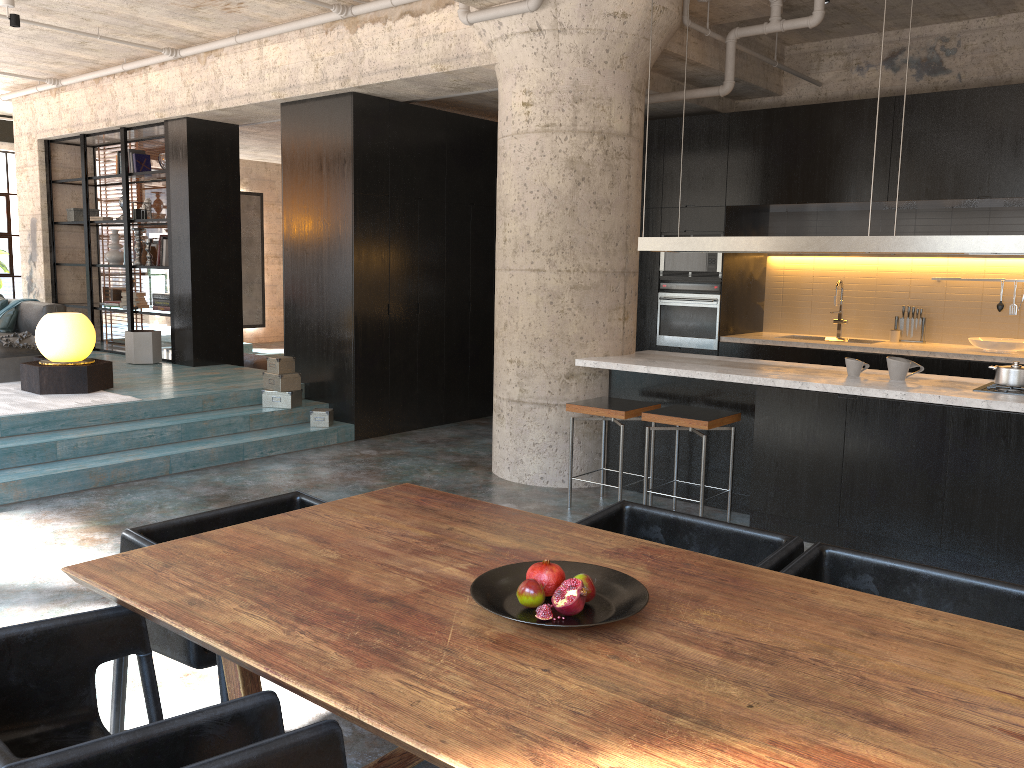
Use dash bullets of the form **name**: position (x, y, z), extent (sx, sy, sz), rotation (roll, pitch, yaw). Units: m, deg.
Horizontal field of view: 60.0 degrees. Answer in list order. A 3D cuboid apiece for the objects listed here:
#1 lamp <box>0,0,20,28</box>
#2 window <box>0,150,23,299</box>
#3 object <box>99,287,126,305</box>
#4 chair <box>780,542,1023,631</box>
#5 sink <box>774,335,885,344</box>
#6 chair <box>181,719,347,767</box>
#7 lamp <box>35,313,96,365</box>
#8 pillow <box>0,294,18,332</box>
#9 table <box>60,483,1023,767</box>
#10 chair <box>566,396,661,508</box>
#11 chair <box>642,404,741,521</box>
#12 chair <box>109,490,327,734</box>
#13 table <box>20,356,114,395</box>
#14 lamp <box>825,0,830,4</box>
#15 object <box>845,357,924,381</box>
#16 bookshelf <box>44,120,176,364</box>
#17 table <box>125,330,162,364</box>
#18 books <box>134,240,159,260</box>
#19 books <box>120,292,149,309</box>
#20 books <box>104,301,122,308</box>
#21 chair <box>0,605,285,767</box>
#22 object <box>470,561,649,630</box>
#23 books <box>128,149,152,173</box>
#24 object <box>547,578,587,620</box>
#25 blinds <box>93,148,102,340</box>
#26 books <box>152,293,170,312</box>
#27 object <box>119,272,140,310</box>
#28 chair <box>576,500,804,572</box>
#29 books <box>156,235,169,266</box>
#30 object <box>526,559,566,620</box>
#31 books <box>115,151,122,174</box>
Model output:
- **lamp**: position (-4.072, -3.016, 7.183), extent (0.107, 0.215, 0.141), rotation (4, 8, 21)
- **window**: position (-8.068, -2.232, 13.192), extent (0.081, 2.530, 1.780), rotation (7, 10, 39)
- **object**: position (-5.000, -1.108, 11.187), extent (0.335, 0.231, 0.284), rotation (7, 10, 39)
- **chair**: position (1.080, 0.919, 2.477), extent (0.707, 0.738, 0.754), rotation (7, 10, 39)
- **sink**: position (2.988, -0.357, 8.362), extent (0.890, 0.134, 0.458), rotation (7, 10, 39)
- **chair**: position (-0.311, 1.041, 1.364), extent (0.707, 0.738, 0.754), rotation (8, 11, 43)
- **lamp**: position (-3.787, -0.391, 7.528), extent (0.462, 0.417, 0.462), rotation (-2, 8, -23)
- **pillow**: position (-5.141, -0.687, 8.789), extent (0.320, 0.393, 0.670), rotation (-6, 11, -44)
- **table**: position (0.117, 0.929, 2.192), extent (2.410, 0.756, 1.299), rotation (7, 10, 39)
- **chair**: position (0.663, 0.474, 5.876), extent (0.450, 0.698, 0.450), rotation (7, 10, 39)
- **chair**: position (1.114, 0.523, 5.575), extent (0.450, 0.698, 0.450), rotation (7, 10, 39)
- **chair**: position (-0.839, 0.816, 2.968), extent (0.754, 0.738, 0.707), rotation (7, 10, 39)
- **table**: position (-3.926, -0.087, 7.680), extent (1.044, 0.230, 0.616), rotation (7, 10, 39)
- **lamp**: position (2.341, -2.930, 6.568), extent (0.145, 0.236, 0.107), rotation (4, 8, 22)
- **object**: position (2.252, -0.102, 5.388), extent (0.437, 0.133, 0.188), rotation (7, 10, 39)
- **bookshelf**: position (-4.539, -1.656, 10.566), extent (2.900, 2.571, 0.628), rotation (7, 10, 39)
- **table**: position (-3.998, -0.405, 9.622), extent (0.365, 0.340, 0.316), rotation (-2, 8, -21)
- **books**: position (-4.471, -1.601, 10.818), extent (0.547, 0.299, 0.147), rotation (7, 10, 38)
- **books**: position (-4.534, -1.005, 10.650), extent (0.257, 0.188, 0.306), rotation (2, 8, 4)
- **books**: position (-4.802, -0.977, 10.854), extent (0.319, 0.068, 0.231), rotation (6, 9, 30)
- **chair**: position (-0.935, 0.953, 1.930), extent (0.707, 0.738, 0.754), rotation (8, 11, 43)
- **object**: position (0.116, 0.510, 2.170), extent (0.435, 0.079, 0.435), rotation (-1, 8, -14)
- **books**: position (-4.315, -2.553, 10.230), extent (0.258, 0.298, 0.221), rotation (7, 10, 39)
- **object**: position (0.135, 0.509, 2.118), extent (0.088, 0.082, 0.110), rotation (0, 8, -11)
- **blinds**: position (-4.322, -1.500, 10.869), extent (2.915, 3.160, 0.136), rotation (7, 10, 39)
- **books**: position (-3.941, -0.948, 10.283), extent (0.393, 0.197, 0.274), rotation (7, 10, 39)
- **object**: position (-4.459, -1.086, 10.359), extent (0.218, 0.433, 0.218), rotation (6, 9, 31)
- **chair**: position (0.516, 0.846, 2.941), extent (0.707, 0.738, 0.754), rotation (7, 10, 39)
- **books**: position (-3.935, -1.527, 10.146), extent (0.256, 0.354, 0.216), rotation (7, 10, 39)
- **object**: position (0.092, 0.495, 2.175), extent (0.100, 0.097, 0.219), rotation (0, 8, -7)
- **books**: position (-4.505, -2.574, 10.387), extent (0.231, 0.290, 0.216), rotation (7, 10, 39)
